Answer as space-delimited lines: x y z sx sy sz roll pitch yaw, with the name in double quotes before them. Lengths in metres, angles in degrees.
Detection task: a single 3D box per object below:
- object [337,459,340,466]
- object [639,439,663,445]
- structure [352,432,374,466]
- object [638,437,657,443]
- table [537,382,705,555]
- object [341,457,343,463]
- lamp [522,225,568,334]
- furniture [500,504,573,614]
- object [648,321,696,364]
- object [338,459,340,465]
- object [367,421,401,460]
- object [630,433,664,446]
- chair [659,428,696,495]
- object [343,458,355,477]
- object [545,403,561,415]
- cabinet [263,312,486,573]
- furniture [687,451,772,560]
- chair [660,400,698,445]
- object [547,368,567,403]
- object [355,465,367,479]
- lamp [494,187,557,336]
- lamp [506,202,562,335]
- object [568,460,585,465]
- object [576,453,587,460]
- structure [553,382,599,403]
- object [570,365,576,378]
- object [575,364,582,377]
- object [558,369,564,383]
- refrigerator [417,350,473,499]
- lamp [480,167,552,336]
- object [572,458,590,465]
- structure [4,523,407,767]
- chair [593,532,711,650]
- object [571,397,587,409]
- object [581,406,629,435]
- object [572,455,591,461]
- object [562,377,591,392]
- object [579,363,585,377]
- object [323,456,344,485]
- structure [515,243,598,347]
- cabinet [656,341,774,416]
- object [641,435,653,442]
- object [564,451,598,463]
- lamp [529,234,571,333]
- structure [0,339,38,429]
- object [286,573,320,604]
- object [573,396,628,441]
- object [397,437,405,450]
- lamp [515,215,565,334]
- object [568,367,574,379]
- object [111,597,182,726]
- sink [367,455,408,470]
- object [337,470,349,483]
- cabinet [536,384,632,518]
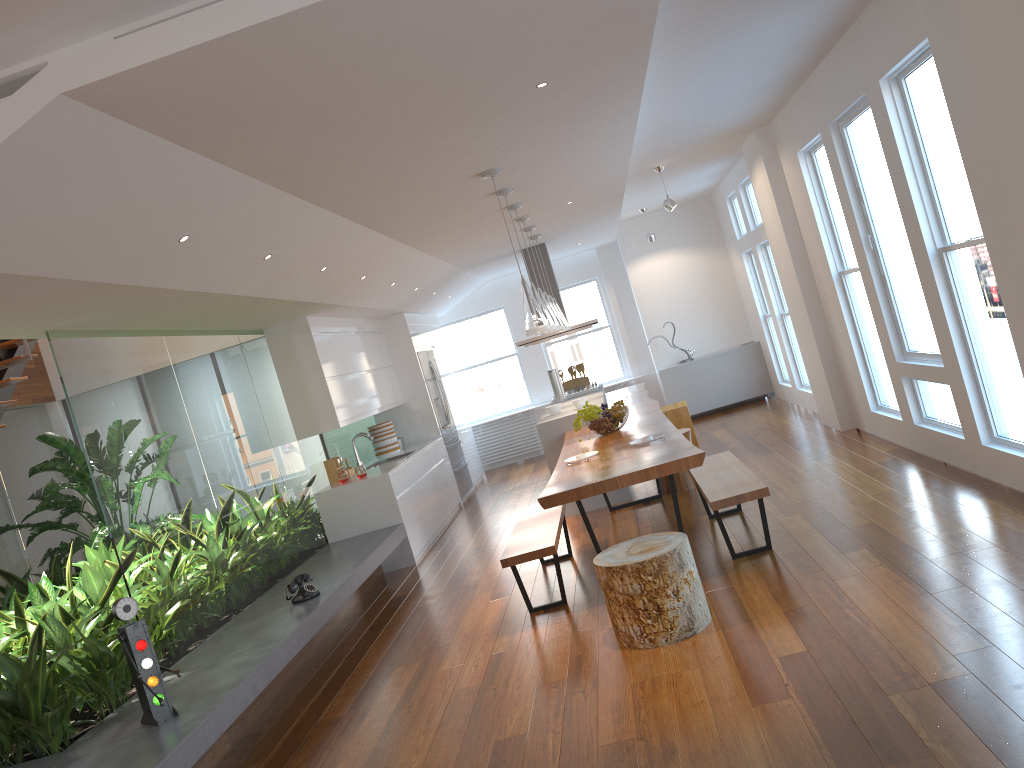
"object" -1.566 0.779 8.079 0.020 0.196 0.018 -16 2 29
"object" 0.837 0.349 5.368 0.158 0.017 0.019 -17 2 1
"structure" -1.421 0.734 8.763 0.248 0.536 0.115 -17 2 7
"object" 0.837 0.351 5.476 0.124 0.011 0.124 -17 2 -11
"table" 0.950 0.623 7.533 0.893 0.704 5.996 -17 2 6
"object" -1.568 0.772 8.231 0.042 0.192 0.040 -15 2 44
"lamp" 0.289 -0.988 8.096 0.160 1.060 0.160 -16 2 33
"furniture" 0.209 1.074 5.616 0.316 0.389 1.433 -17 2 6
"object" 2.052 -0.523 11.385 0.590 0.563 0.210 -17 2 -22
"object" -1.559 0.774 8.065 0.040 0.192 0.042 -18 2 -33
"object" -1.339 0.592 9.305 0.267 0.356 0.266 -16 2 32
"object" 0.835 0.347 5.475 0.222 0.020 0.222 -17 2 -2
"chair" 1.352 0.643 7.366 0.396 0.455 0.402 -17 2 -4
"object" -1.557 0.786 8.280 0.100 0.170 0.173 -16 2 8
"object" 0.382 0.235 8.009 0.152 0.082 0.152 -18 2 -44
"cabinet" -1.226 0.398 9.735 0.676 2.280 4.565 -17 2 6
"furniture" 1.345 0.737 5.483 0.316 0.389 1.433 -17 2 6
"chair" 1.768 0.455 9.543 0.344 0.430 0.549 -16 2 10
"object" 0.490 0.014 9.411 0.172 0.356 0.120 -18 2 -35
"object" -1.309 0.760 7.685 0.094 0.106 0.094 -16 2 12
"lamp" 0.077 -0.855 5.941 0.160 1.060 0.160 -16 2 33
"lamp" 0.148 -0.899 6.659 0.160 1.060 0.160 -16 2 33
"object" 0.418 0.480 5.471 0.164 0.006 0.017 -16 2 12
"object" 0.437 0.458 5.570 0.070 0.030 0.079 -18 2 -30
"structure" 0.712 0.082 9.855 0.520 0.073 0.650 -17 2 6
"object" 0.740 -0.069 10.282 0.057 0.299 0.019 -17 2 6
"object" 0.801 -0.086 10.277 0.068 0.298 0.039 -17 2 6
"object" 0.595 -0.027 10.319 0.055 0.299 0.027 -17 2 6
"refrigerator" -1.039 0.543 10.473 0.725 1.772 0.908 -17 2 6
"lamp" 0.006 -0.810 5.223 0.160 1.060 0.160 -16 2 33
"object" 0.413 0.479 5.438 0.149 0.014 0.044 -17 2 5
"structure" -2.536 1.916 5.511 3.088 0.386 5.584 -17 2 6
"chair" 0.665 0.972 4.217 0.460 0.400 0.460 -16 2 16
"object" 0.608 0.172 7.858 0.152 0.082 0.152 -18 2 -33
"object" 0.704 0.287 6.514 0.360 0.159 0.360 -18 2 -30
"object" 0.440 0.467 5.570 0.124 0.011 0.124 -16 2 28
"object" 0.730 0.016 10.298 0.353 0.157 0.084 -17 2 6
"object" 0.838 -0.098 10.291 0.057 0.294 0.030 -17 2 6
"object" -1.602 0.780 8.035 0.104 0.222 0.200 -17 2 6
"structure" 0.330 -1.191 9.786 0.909 1.405 0.900 -17 2 6
"cabinet" 2.607 -0.018 11.405 1.309 0.725 0.420 -17 2 6
"object" 0.834 0.341 5.475 0.070 0.030 0.079 -18 2 -40
"object" 0.438 0.463 5.570 0.222 0.020 0.222 -18 2 -43
"lamp" 0.360 -1.032 8.814 0.160 1.060 0.160 -16 2 33
"structure" -3.272 -0.062 6.129 2.552 4.265 4.591 -17 2 6
"object" -1.324 1.270 5.528 0.216 0.155 0.181 -18 2 -29
"object" 0.663 0.233 6.529 0.394 0.284 0.292 -18 2 -29
"object" -1.310 0.657 9.695 0.284 0.196 0.265 -18 2 -41
"lamp" 0.218 -0.943 7.377 0.160 1.060 0.160 -16 2 33
"object" 0.709 -0.060 10.305 0.061 0.299 0.040 -17 2 4
"object" -1.566 1.187 3.819 0.318 0.565 0.134 -15 2 43
"sink" -1.181 0.869 8.720 0.449 0.192 0.666 -17 2 6
"object" -1.478 0.809 7.751 0.094 0.106 0.094 -16 2 12
"cabinet" 0.750 0.570 8.955 0.597 0.832 2.936 -17 2 6
